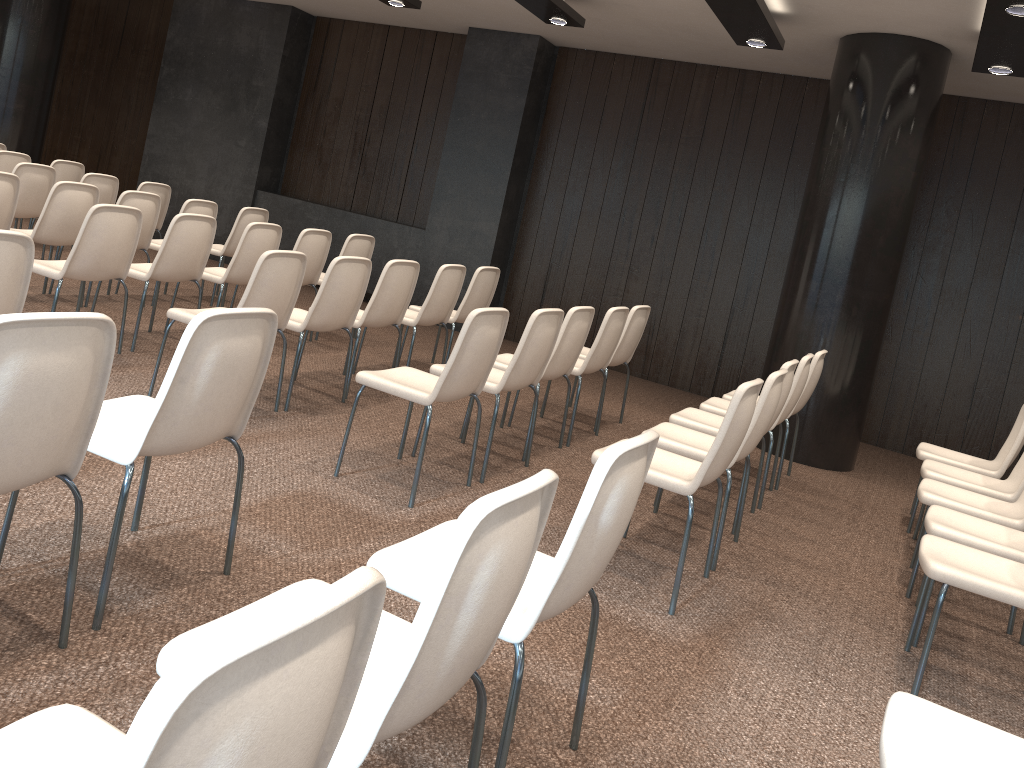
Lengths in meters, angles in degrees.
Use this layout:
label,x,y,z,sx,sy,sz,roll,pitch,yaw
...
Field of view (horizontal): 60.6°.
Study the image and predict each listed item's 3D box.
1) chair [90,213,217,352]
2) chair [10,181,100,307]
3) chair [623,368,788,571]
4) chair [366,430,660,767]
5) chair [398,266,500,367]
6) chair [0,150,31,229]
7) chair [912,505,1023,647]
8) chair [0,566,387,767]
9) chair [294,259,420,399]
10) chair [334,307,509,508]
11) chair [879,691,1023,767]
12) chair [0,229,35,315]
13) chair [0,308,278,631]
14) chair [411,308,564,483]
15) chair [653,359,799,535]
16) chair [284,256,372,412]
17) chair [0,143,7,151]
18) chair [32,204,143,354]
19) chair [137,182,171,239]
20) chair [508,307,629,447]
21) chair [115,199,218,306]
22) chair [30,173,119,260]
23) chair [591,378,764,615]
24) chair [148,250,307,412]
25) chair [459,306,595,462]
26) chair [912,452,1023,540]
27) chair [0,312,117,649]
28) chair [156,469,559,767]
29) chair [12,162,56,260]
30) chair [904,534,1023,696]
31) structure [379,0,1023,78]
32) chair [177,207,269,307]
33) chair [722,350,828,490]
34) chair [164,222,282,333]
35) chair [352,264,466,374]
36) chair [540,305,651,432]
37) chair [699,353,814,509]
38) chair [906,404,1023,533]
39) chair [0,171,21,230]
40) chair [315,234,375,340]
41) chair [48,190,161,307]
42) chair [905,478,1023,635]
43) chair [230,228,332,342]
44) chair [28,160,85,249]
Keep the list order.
label,x,y,z,sx,sy,sz,roll,pitch,yaw
chair,-2.304,-0.711,5.675,0.566,0.892,0.530,15,5,24
chair,-3.295,-1.023,6.162,0.566,0.892,0.529,15,5,25
chair,0.905,0.299,4.100,0.566,0.892,0.529,15,5,25
chair,-0.025,0.480,2.129,0.566,0.892,0.529,15,5,26
chair,-0.474,-0.525,6.772,0.566,0.892,0.529,15,5,26
chair,-4.912,-1.780,8.228,0.566,0.892,0.529,15,5,25
chair,1.984,0.638,3.569,0.566,0.892,0.529,15,5,26
chair,-0.532,0.586,1.023,0.566,0.892,0.530,14,5,24
chair,-0.980,-0.418,5.660,0.567,0.892,0.529,15,5,26
chair,-0.396,0.021,4.066,0.566,0.892,0.529,15,5,26
chair,0.998,0.794,1.670,0.566,0.892,0.530,14,5,24
chair,-2.093,-0.165,3.114,0.566,0.892,0.529,15,5,25
chair,-1.096,0.146,2.644,0.565,0.892,0.530,14,5,23
chair,-0.109,-0.023,4.609,0.567,0.892,0.529,15,5,26
chair,1.139,0.240,4.664,0.566,0.892,0.529,15,5,25
chair,-1.202,-0.360,5.114,0.567,0.892,0.529,15,5,26
chair,-5.754,-2.170,9.282,0.566,0.892,0.530,15,5,24
chair,-2.542,-0.650,5.098,0.566,0.892,0.530,15,5,24
chair,-3.613,-1.508,8.288,0.566,0.892,0.529,15,5,26
chair,0.378,-0.126,5.682,0.566,0.892,0.529,15,5,25
chair,-2.820,-1.129,7.237,0.566,0.892,0.530,15,5,24
chair,-3.878,-1.465,7.771,0.566,0.892,0.529,15,5,26
chair,0.633,0.347,3.550,0.567,0.892,0.529,15,5,26
chair,-1.464,-0.318,4.602,0.566,0.892,0.530,14,5,23
chair,0.105,-0.082,5.153,0.566,0.892,0.529,15,5,26
chair,2.478,0.532,4.664,0.566,0.892,0.529,15,5,25
chair,-1.332,0.205,2.077,0.566,0.892,0.529,15,5,24
chair,-0.297,0.525,1.594,0.566,0.892,0.529,15,5,24
chair,-4.150,-1.416,7.216,0.566,0.892,0.529,15,5,24
chair,1.723,0.681,3.057,0.565,0.892,0.530,14,5,22
structure,-2.647,-3.155,4.232,13.347,0.228,8.073,17,12,24
chair,-2.546,-1.174,7.776,0.566,0.892,0.530,14,5,23
chair,1.677,0.147,5.738,0.566,0.892,0.529,15,5,25
chair,-2.023,-0.757,6.228,0.566,0.892,0.530,15,5,24
chair,-0.708,-0.466,6.210,0.566,0.892,0.530,15,5,24
chair,0.604,-0.185,6.238,0.567,0.892,0.529,15,5,26
chair,1.414,0.190,5.225,0.566,0.892,0.530,14,5,23
chair,2.712,0.474,5.226,0.566,0.892,0.529,15,5,26
chair,-3.545,-0.968,5.603,0.565,0.892,0.530,14,5,23
chair,-1.527,-0.860,7.308,0.567,0.892,0.529,15,5,26
chair,-3.057,-1.068,6.661,0.566,0.892,0.529,15,5,26
chair,2.207,0.580,4.115,0.566,0.892,0.529,15,5,26
chair,-1.774,-0.805,6.752,0.566,0.892,0.529,15,5,25
chair,-4.678,-1.839,8.790,0.566,0.892,0.529,15,5,26
